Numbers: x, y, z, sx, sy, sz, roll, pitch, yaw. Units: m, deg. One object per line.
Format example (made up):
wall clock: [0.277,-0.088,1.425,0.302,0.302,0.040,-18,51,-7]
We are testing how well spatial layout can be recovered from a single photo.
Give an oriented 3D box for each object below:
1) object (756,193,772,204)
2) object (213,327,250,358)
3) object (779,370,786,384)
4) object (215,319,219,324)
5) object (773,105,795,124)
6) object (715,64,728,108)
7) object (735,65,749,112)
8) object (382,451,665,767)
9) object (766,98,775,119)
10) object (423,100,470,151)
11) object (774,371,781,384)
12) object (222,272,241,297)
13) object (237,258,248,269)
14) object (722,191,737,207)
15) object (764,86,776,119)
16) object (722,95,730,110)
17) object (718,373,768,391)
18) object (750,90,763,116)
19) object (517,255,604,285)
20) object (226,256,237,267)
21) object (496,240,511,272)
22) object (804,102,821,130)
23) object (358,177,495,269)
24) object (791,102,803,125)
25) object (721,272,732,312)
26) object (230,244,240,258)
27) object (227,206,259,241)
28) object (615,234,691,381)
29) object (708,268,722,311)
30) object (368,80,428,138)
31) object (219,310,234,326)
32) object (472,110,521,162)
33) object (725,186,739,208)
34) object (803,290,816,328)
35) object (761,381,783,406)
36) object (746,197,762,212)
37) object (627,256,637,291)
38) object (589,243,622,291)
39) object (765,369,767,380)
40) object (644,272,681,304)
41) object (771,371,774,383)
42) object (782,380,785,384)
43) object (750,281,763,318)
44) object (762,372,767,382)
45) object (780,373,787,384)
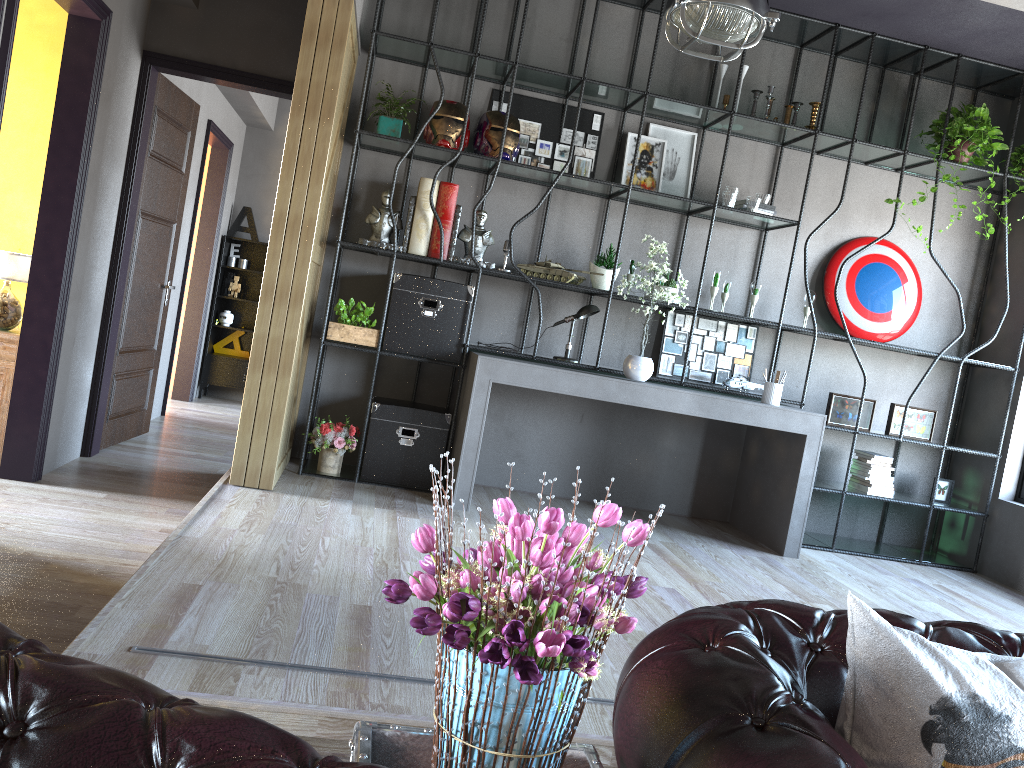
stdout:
object: [1.645,-1.208,5.818,0.103,0.068,0.103,9,4,-16]
object: [-2.922,-0.459,9.317,0.393,0.320,0.057,10,3,-9]
object: [1.647,0.004,5.466,0.052,0.185,0.009,10,3,-7]
object: [-3.020,-0.636,9.057,0.042,0.054,0.031,12,4,36]
object: [1.756,-1.692,5.652,0.190,0.152,0.189,11,3,14]
object: [1.355,-1.896,5.822,0.128,0.390,0.128,8,4,-41]
object: [1.475,-1.871,5.769,0.128,0.390,0.128,13,4,40]
object: [0.006,0.358,1.261,0.349,0.483,0.352,11,3,22]
object: [1.671,-1.754,5.797,0.080,0.226,0.080,8,4,-36]
object: [-0.390,-1.563,5.384,0.280,0.327,0.400,10,3,-4]
object: [1.627,0.018,5.482,0.023,0.204,0.037,12,3,30]
object: [-2.889,-1.026,9.147,0.189,0.254,0.129,10,3,-11]
object: [-2.804,-1.249,9.233,0.095,0.101,0.095,11,3,13]
object: [1.356,-1.147,5.555,0.093,0.099,0.092,12,4,28]
object: [1.621,-1.761,5.617,0.100,0.243,0.100,10,3,0]
object: [1.341,-1.750,5.574,0.135,0.129,0.135,8,4,-36]
object: [1.517,-0.011,5.837,0.379,0.111,0.351,12,4,24]
object: [1.552,-1.772,5.680,0.084,0.232,0.084,11,3,18]
object: [0.308,-0.717,5.584,0.578,0.170,0.206,12,4,26]
object: [-2.916,-1.268,9.215,0.095,0.101,0.095,11,3,13]
object: [-0.035,-0.783,5.414,0.093,0.200,0.093,9,3,-14]
object: [1.935,-1.704,5.692,0.130,0.232,0.130,8,4,-32]
object: [-0.488,-0.998,5.441,0.833,0.466,0.290,10,3,-9]
object: [1.841,-1.726,5.776,0.084,0.232,0.084,9,3,-28]
object: [1.428,-0.607,5.940,0.113,0.301,0.113,11,3,10]
object: [-2.888,-1.390,9.253,0.107,0.151,0.055,10,3,-9]
object: [-2.781,-1.674,9.245,0.343,0.344,0.057,10,3,-9]
object: [0.818,-0.439,5.172,0.421,0.851,0.398,12,4,37]
object: [1.280,-0.599,5.615,0.113,0.274,0.113,10,3,-5]
object: [-0.726,-1.622,5.345,0.295,0.339,0.324,12,4,37]
object: [-2.948,-0.677,9.146,0.139,0.162,0.139,7,4,-44]
object: [-0.079,-1.510,5.434,0.280,0.327,0.400,9,3,-19]
object: [1.393,-1.175,5.664,0.087,0.155,0.087,10,3,3]
object: [1.962,-0.493,5.892,0.113,0.270,0.113,9,3,-20]
object: [1.597,0.061,5.445,0.110,0.137,0.110,10,3,1]
object: [1.515,-1.120,5.581,0.093,0.099,0.092,13,4,38]
object: [0.774,-0.699,5.786,0.113,0.273,0.113,7,4,-43]
object: [0.589,-0.734,5.565,0.193,0.305,0.136,12,3,25]
object: [1.567,0.009,5.465,0.046,0.202,0.023,12,3,27]
object: [0.973,-0.624,5.649,0.235,0.212,0.235,12,4,36]
object: [1.608,0.006,5.485,0.009,0.167,0.061,10,3,3]
object: [1.626,0.044,5.437,0.068,0.159,0.009,10,3,4]
object: [1.555,-0.541,5.698,0.113,0.246,0.113,11,3,10]
object: [1.581,0.021,5.454,0.137,0.190,0.009,10,3,-6]
object: [1.647,0.012,5.453,0.062,0.169,0.009,10,3,-10]
